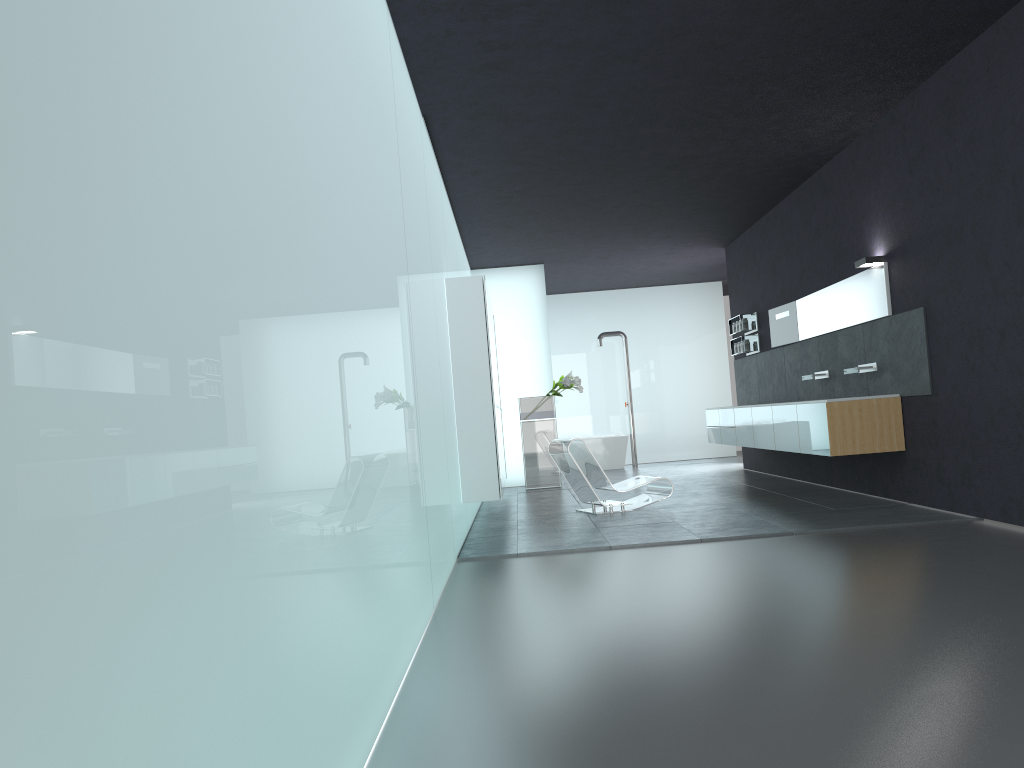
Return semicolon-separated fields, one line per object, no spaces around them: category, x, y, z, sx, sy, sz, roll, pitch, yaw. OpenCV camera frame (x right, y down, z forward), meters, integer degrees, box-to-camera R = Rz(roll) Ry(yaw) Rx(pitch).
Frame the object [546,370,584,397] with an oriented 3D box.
object;0.670;0.165;14.508;1.024;0.779;0.975;-4;-2;-8

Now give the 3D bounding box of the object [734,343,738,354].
object;3.608;-0.565;14.191;0.096;0.184;0.068;-4;-1;-8

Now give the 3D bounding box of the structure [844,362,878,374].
structure;3.690;-0.163;9.418;0.186;0.088;0.482;-5;-2;0

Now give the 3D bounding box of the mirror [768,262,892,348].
mirror;3.721;-0.863;10.632;0.109;0.532;3.725;-5;-2;-1

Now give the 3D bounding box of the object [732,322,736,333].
object;3.582;-0.892;14.198;0.096;0.184;0.068;-4;-1;-8

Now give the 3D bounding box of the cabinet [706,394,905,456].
cabinet;3.484;0.522;11.482;0.734;0.556;5.586;-5;-2;0

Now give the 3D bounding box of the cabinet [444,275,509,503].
cabinet;-0.358;0.176;11.693;0.398;2.214;6.008;-5;-2;0

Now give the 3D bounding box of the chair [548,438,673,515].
chair;1.146;1.028;10.320;1.260;0.870;0.629;-4;-2;-18

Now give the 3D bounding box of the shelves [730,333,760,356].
shelves;3.653;-0.604;13.911;0.265;0.285;0.770;-5;-2;0

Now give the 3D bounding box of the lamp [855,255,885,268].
lamp;3.617;-1.234;8.966;0.198;0.066;0.277;-5;-2;0

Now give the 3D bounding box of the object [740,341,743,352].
object;3.605;-0.582;13.788;0.096;0.184;0.068;-5;-1;-1

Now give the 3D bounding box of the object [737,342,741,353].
object;3.607;-0.574;13.977;0.096;0.184;0.068;-5;-1;9

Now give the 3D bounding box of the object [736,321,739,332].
object;3.581;-0.901;13.984;0.096;0.184;0.068;-5;-1;9

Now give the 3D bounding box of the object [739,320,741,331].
object;3.579;-0.909;13.795;0.096;0.184;0.068;-5;-1;-1

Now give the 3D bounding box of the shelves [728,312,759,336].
shelves;3.627;-0.930;13.918;0.265;0.285;0.770;-5;-2;0

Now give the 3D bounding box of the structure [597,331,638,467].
structure;2.168;0.346;18.284;0.643;2.870;0.123;-5;-1;0

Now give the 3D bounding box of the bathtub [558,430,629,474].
bathtub;1.387;1.363;18.270;1.977;0.858;0.961;-5;-2;0

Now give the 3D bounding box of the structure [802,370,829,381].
structure;3.699;-0.103;10.836;0.186;0.088;0.482;-5;-2;0

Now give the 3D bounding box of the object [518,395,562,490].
object;0.456;0.959;14.644;0.585;1.490;0.575;-5;-1;0
